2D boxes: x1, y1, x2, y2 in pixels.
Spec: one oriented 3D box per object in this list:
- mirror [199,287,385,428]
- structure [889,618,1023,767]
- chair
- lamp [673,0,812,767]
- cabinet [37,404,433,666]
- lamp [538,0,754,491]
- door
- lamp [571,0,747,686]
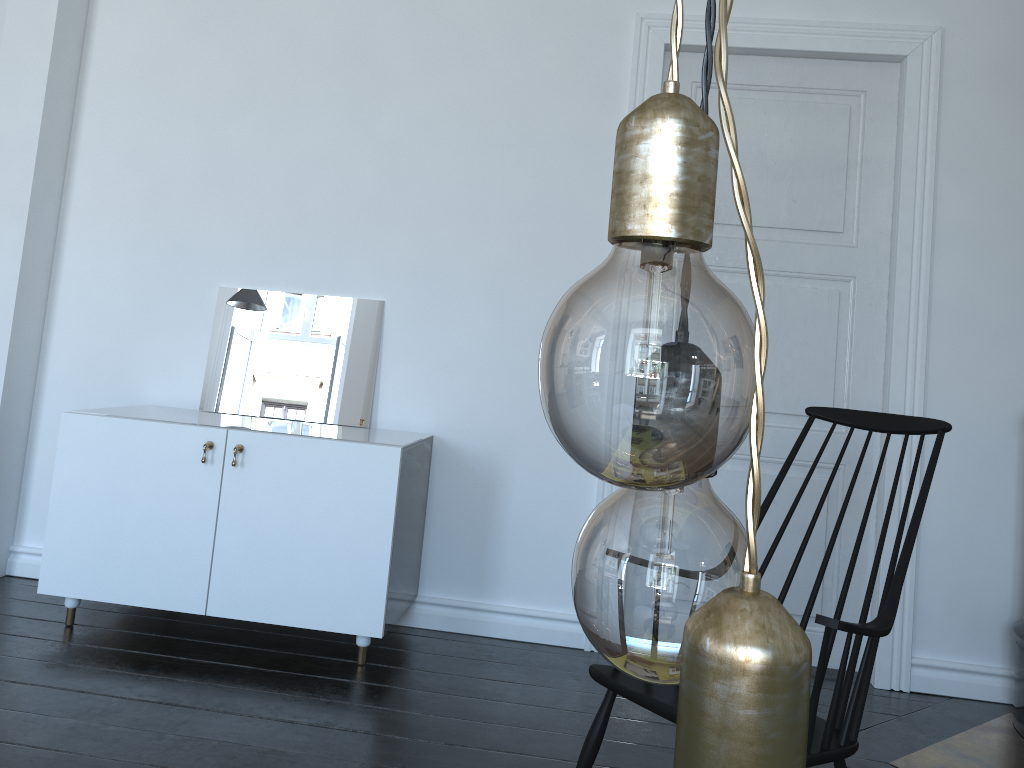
[{"bbox_3d":[-0.879,-0.114,3.523,0.696,0.508,0.053,5,-5,7],"label":"mirror"},{"bbox_3d":[1.948,-0.293,2.749,1.258,2.918,0.777,9,-6,-38],"label":"structure"},{"bbox_3d":[0.579,0.554,1.964,0.898,1.015,0.612,7,-4,-39],"label":"chair"},{"bbox_3d":[0.117,-0.557,0.309,0.089,1.512,0.073,2,-6,30],"label":"lamp"},{"bbox_3d":[-0.966,0.513,3.186,1.201,0.743,0.585,5,-3,6],"label":"cabinet"},{"bbox_3d":[0.111,-0.715,0.362,0.073,1.512,0.074,9,-6,-37],"label":"lamp"},{"bbox_3d":[0.967,-0.190,3.390,1.171,2.499,0.114,5,-5,6],"label":"door"},{"bbox_3d":[0.121,-0.633,0.417,0.085,1.512,0.074,8,-6,-32],"label":"lamp"}]
